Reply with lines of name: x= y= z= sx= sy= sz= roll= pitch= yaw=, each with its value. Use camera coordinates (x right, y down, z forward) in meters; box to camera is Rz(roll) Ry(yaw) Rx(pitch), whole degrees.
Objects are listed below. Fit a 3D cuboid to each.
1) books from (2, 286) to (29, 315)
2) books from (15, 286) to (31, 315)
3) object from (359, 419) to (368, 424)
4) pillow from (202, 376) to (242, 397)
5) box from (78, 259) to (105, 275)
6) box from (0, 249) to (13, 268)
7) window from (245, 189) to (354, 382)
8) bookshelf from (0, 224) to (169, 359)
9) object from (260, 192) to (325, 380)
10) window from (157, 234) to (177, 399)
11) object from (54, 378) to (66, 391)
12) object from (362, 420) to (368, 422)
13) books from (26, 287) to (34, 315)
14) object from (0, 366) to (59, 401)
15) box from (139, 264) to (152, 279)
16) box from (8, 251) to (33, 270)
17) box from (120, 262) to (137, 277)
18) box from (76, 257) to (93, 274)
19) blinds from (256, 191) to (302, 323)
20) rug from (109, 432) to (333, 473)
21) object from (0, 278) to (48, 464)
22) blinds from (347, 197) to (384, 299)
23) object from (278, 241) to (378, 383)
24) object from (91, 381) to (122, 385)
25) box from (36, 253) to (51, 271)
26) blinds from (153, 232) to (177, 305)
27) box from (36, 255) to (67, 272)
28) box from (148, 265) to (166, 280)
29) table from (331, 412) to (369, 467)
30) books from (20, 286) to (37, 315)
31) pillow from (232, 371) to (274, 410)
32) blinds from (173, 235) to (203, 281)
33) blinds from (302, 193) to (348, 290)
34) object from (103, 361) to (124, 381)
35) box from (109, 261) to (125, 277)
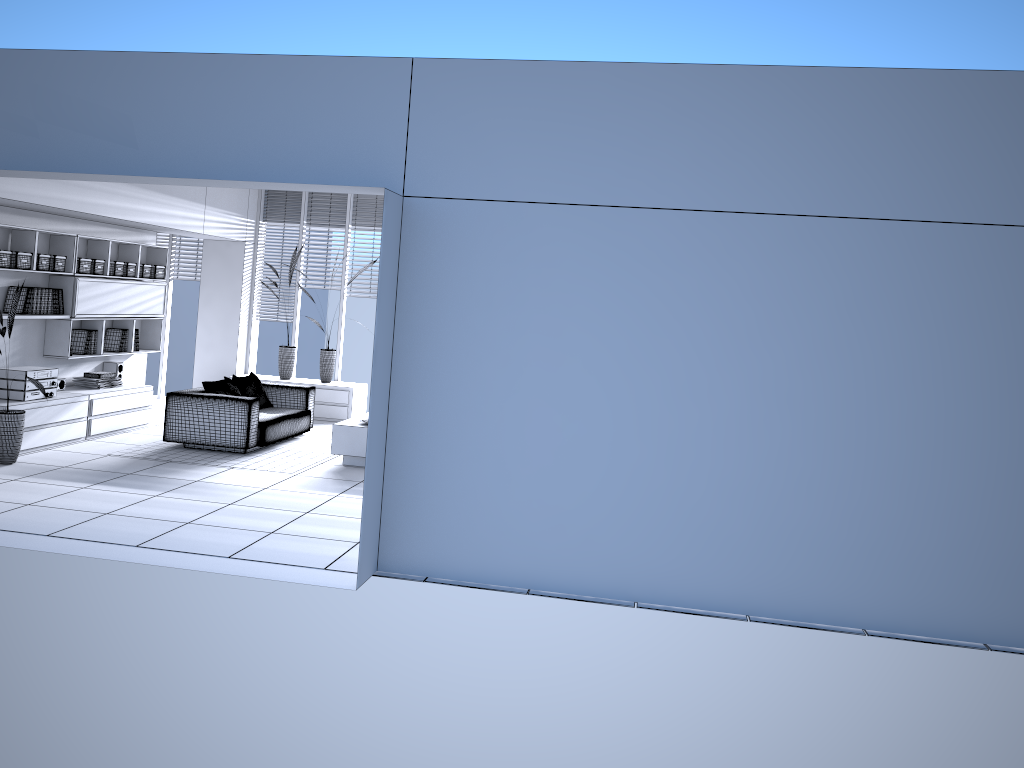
books: x=-4.644 y=-0.783 z=8.256 sx=0.208 sy=0.258 sz=0.072 roll=4 pitch=-1 yaw=9
books: x=-4.643 y=-0.788 z=8.289 sx=0.208 sy=0.260 sz=0.074 roll=4 pitch=-1 yaw=9
object: x=-1.301 y=0.373 z=8.464 sx=0.331 sy=0.024 sz=0.328 roll=8 pitch=6 yaw=39
pillow: x=-2.924 y=0.147 z=9.026 sx=0.340 sy=0.389 sz=0.568 roll=4 pitch=3 yaw=6
box: x=-4.439 y=-1.231 z=9.226 sx=0.281 sy=0.162 sz=0.174 roll=4 pitch=2 yaw=9
box: x=-4.657 y=-1.126 z=7.886 sx=0.281 sy=0.162 sz=0.174 roll=4 pitch=2 yaw=9
window: x=-0.832 y=-0.998 z=11.574 sx=5.509 sy=3.129 sz=0.100 roll=4 pitch=-1 yaw=9
bookshelf: x=-4.485 y=-0.905 z=9.105 sx=0.328 sy=1.249 sz=2.823 roll=4 pitch=4 yaw=9
object: x=-2.849 y=-1.565 z=11.730 sx=1.432 sy=2.988 sz=0.492 roll=4 pitch=-1 yaw=38
window: x=-5.083 y=-1.350 z=12.304 sx=0.689 sy=3.129 sz=0.100 roll=4 pitch=-1 yaw=9
object: x=-4.643 y=0.008 z=8.813 sx=0.177 sy=0.119 sz=0.329 roll=4 pitch=4 yaw=9
object: x=-1.302 y=0.367 z=8.461 sx=0.216 sy=0.012 sz=0.216 roll=0 pitch=6 yaw=-35
books: x=-4.639 y=-0.790 z=8.320 sx=0.208 sy=0.260 sz=0.074 roll=4 pitch=-1 yaw=9
object: x=-4.513 y=-0.010 z=8.202 sx=0.347 sy=0.269 sz=0.431 roll=4 pitch=3 yaw=9
box: x=-4.299 y=-1.299 z=10.089 sx=0.281 sy=0.162 sz=0.179 roll=4 pitch=2 yaw=9
box: x=-4.618 y=-1.145 z=8.127 sx=0.281 sy=0.162 sz=0.212 roll=4 pitch=3 yaw=9
box: x=-4.348 y=-1.275 z=9.791 sx=0.281 sy=0.162 sz=0.179 roll=4 pitch=2 yaw=9
box: x=-4.476 y=-1.213 z=9.001 sx=0.281 sy=0.162 sz=0.212 roll=4 pitch=3 yaw=9
blinds: x=-3.159 y=-1.790 z=12.060 sx=0.637 sy=1.884 sz=0.057 roll=4 pitch=-1 yaw=9
rug: x=-2.653 y=0.631 z=9.044 sx=1.800 sy=0.001 sz=2.237 roll=5 pitch=5 yaw=9
object: x=-4.285 y=-0.141 z=7.505 sx=1.180 sy=1.586 sz=0.249 roll=5 pitch=0 yaw=41
blinds: x=-1.882 y=-1.832 z=11.855 sx=0.637 sy=1.357 sz=0.057 roll=4 pitch=-1 yaw=9
object: x=-2.422 y=-0.937 z=11.311 sx=1.551 sy=1.866 sz=0.691 roll=4 pitch=0 yaw=4
object: x=-4.409 y=-0.019 z=9.395 sx=0.286 sy=0.008 sz=0.416 roll=5 pitch=5 yaw=10
box: x=-4.574 y=-1.166 z=8.394 sx=0.281 sy=0.162 sz=0.175 roll=4 pitch=2 yaw=9
blinds: x=-5.028 y=-1.949 z=12.401 sx=0.637 sy=1.904 sz=0.039 roll=4 pitch=-1 yaw=9
box: x=-4.538 y=-1.183 z=8.617 sx=0.281 sy=0.162 sz=0.179 roll=4 pitch=2 yaw=9
box: x=-4.256 y=-1.319 z=10.355 sx=0.281 sy=0.162 sz=0.217 roll=4 pitch=3 yaw=9
table: x=-1.282 y=0.552 z=8.814 sx=0.651 sy=0.388 sz=1.203 roll=4 pitch=5 yaw=9
books: x=-4.631 y=-0.795 z=8.387 sx=0.208 sy=0.259 sz=0.050 roll=4 pitch=-1 yaw=10
pillow: x=-2.830 y=0.080 z=9.599 sx=0.300 sy=0.398 sz=0.567 roll=4 pitch=3 yaw=6
blinds: x=-4.381 y=-2.123 z=12.302 sx=0.637 sy=1.377 sz=0.039 roll=4 pitch=-1 yaw=9
blinds: x=-2.511 y=-1.965 z=11.962 sx=0.637 sy=1.366 sz=0.051 roll=4 pitch=-1 yaw=9
object: x=-4.468 y=-0.130 z=9.873 sx=0.177 sy=0.232 sz=0.119 roll=4 pitch=0 yaw=9
box: x=-4.383 y=-1.258 z=9.570 sx=0.281 sy=0.162 sz=0.179 roll=4 pitch=2 yaw=9
